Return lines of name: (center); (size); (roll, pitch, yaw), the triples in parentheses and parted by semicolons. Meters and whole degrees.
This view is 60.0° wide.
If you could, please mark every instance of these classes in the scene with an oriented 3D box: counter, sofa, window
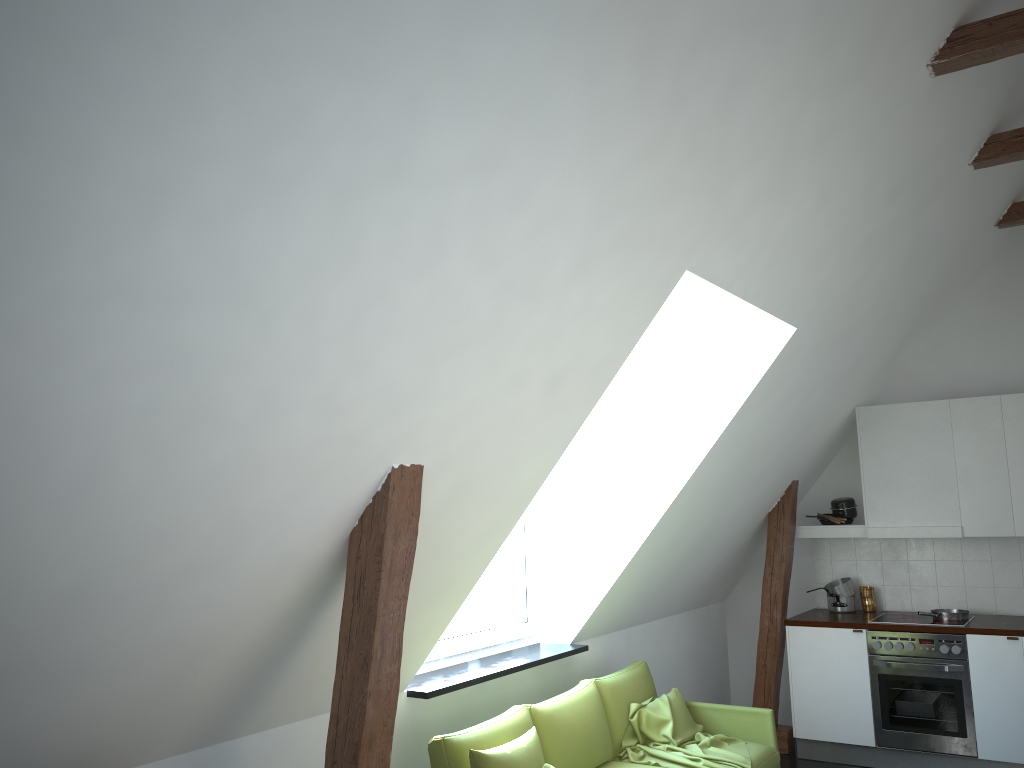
counter: (2.822, 1.384, 4.502); (3.365, 0.038, 3.085); (-7, -10, 33)
sofa: (0.527, 1.892, 4.155); (0.898, 0.825, 2.093); (-7, -10, 32)
window: (0.301, -1.301, 0.562); (5.959, 4.249, 8.018); (-7, -10, 33)

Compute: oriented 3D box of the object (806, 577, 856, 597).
object: (2.317, 1.502, 6.473); (0.371, 0.169, 0.203); (-2, -8, 6)

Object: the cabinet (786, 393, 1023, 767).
cabinet: (3.186, 1.065, 4.327); (4.208, 2.369, 3.033); (-7, -10, 33)

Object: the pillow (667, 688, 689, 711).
pillow: (0.865, 1.845, 4.851); (0.210, 0.275, 0.462); (-7, -9, 31)

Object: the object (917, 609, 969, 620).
object: (2.853, 1.529, 5.903); (0.351, 0.061, 0.232); (-3, -8, 7)

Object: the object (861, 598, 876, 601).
object: (2.566, 1.561, 6.390); (0.099, 0.043, 0.100); (-5, -9, 21)

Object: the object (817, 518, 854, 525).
object: (2.353, 0.994, 6.437); (0.243, 0.056, 0.350); (-5, -9, 22)

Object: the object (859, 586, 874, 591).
object: (2.559, 1.484, 6.396); (0.100, 0.047, 0.099); (-6, -9, 29)

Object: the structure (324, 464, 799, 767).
structure: (-1.730, 1.013, 1.456); (1.023, 1.963, 12.350); (-7, -10, 33)

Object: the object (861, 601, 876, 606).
object: (2.567, 1.581, 6.384); (0.099, 0.051, 0.099); (-5, -9, 19)

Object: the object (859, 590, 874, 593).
object: (2.559, 1.504, 6.395); (0.100, 0.036, 0.100); (3, -9, -28)

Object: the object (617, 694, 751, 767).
object: (0.978, 1.922, 4.615); (0.722, 0.493, 0.711); (-6, -9, 28)

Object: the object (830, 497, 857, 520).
object: (2.422, 0.911, 6.476); (0.190, 0.166, 0.200); (-1, -8, -4)

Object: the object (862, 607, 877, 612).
object: (2.571, 1.619, 6.376); (0.100, 0.036, 0.100); (-6, -9, 30)

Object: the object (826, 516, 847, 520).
object: (2.353, 0.973, 6.441); (0.065, 0.031, 0.335); (0, -8, -9)

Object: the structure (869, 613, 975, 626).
structure: (2.722, 1.581, 5.885); (0.574, 0.041, 0.504); (-7, -10, 33)

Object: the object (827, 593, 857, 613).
object: (2.383, 1.567, 6.385); (0.200, 0.154, 0.348); (-4, -8, 13)

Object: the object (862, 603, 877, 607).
object: (2.569, 1.597, 6.379); (0.099, 0.048, 0.100); (5, -10, -38)

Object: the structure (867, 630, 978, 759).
structure: (2.744, 1.970, 5.839); (0.583, 0.725, 0.749); (-7, -10, 33)

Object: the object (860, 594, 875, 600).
object: (2.563, 1.539, 6.393); (0.101, 0.057, 0.099); (6, -11, -44)

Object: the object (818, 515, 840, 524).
object: (2.290, 0.976, 6.417); (0.065, 0.065, 0.332); (-2, -8, 1)

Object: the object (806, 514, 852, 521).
object: (2.314, 0.991, 6.510); (0.357, 0.075, 0.244); (-2, -8, 4)

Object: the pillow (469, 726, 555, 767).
pillow: (0.178, 1.611, 3.493); (0.600, 0.387, 0.475); (-6, -9, 30)

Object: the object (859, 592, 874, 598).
object: (2.560, 1.521, 6.393); (0.100, 0.036, 0.100); (-2, -8, 0)

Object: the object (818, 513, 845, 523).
object: (2.305, 0.969, 6.419); (0.061, 0.077, 0.331); (-1, -8, -8)
